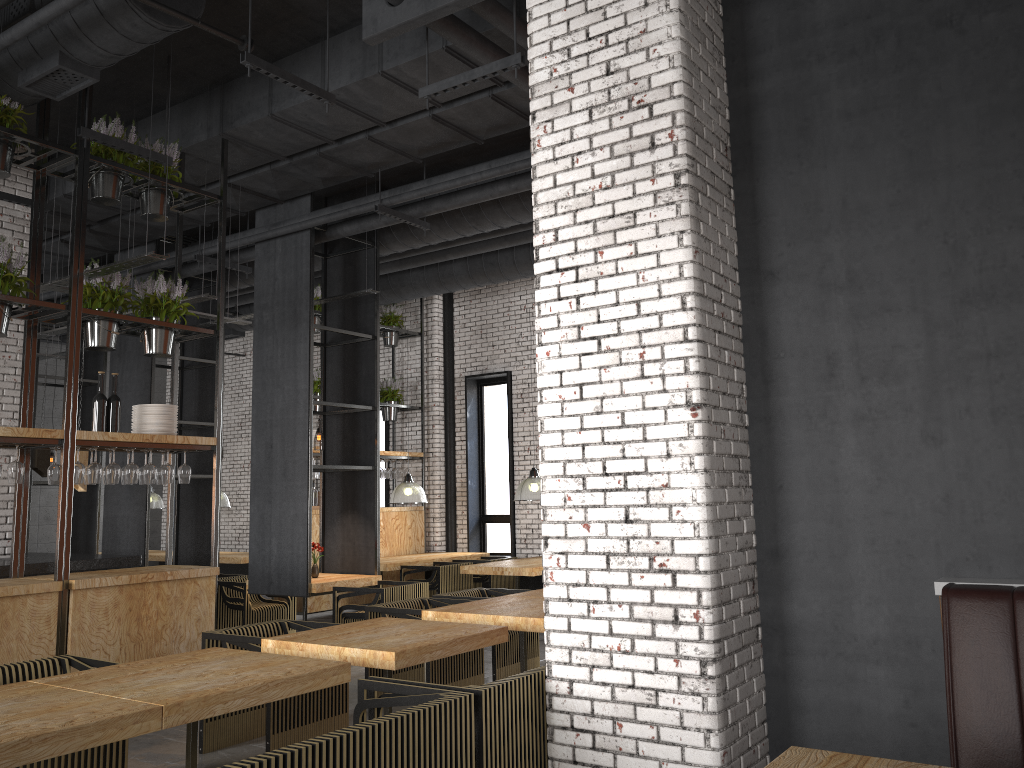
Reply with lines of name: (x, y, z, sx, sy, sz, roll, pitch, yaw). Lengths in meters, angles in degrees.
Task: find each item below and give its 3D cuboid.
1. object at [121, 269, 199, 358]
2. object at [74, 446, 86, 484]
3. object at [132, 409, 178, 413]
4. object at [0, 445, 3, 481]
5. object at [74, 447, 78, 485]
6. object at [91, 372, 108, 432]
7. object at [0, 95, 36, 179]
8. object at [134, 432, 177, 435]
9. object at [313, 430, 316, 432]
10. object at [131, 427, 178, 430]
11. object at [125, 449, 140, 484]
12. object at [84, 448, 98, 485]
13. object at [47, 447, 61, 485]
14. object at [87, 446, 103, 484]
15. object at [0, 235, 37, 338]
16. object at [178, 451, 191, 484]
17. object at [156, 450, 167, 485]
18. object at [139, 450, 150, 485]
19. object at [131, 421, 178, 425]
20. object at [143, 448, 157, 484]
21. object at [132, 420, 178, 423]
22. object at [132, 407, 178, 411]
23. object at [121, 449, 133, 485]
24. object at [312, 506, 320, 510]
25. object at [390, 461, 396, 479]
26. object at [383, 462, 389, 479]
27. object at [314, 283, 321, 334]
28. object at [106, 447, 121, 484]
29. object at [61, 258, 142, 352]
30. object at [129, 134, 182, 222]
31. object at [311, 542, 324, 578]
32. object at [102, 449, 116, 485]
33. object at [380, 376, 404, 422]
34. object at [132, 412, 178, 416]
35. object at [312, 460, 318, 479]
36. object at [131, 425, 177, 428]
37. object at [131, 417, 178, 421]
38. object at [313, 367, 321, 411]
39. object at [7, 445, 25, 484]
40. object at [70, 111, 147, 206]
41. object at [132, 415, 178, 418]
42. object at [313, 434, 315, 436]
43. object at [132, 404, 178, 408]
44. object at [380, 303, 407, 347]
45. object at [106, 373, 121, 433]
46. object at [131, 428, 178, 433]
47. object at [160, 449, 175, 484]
object: (-2.776, -0.498, 6.989, 0.416, 0.560, 0.466, -6, -9, 28)
object: (-3.014, 0.556, 6.154, 0.101, 0.268, 0.100, 2, -9, -19)
object: (-2.775, 0.229, 6.893, 0.334, 0.044, 0.334, -2, -7, 5)
object: (-3.487, 0.544, 5.971, 0.101, 0.268, 0.101, 6, -11, -41)
object: (-3.178, 0.594, 6.418, 0.101, 0.268, 0.100, 2, -9, -19)
object: (-3.032, 0.144, 6.527, 0.098, 0.472, 0.098, -1, -8, -3)
object: (-3.573, -1.725, 6.125, 0.467, 0.560, 0.415, -6, -9, 28)
object: (-2.770, 0.399, 6.868, 0.334, 0.033, 0.334, -8, -10, 42)
object: (-2.706, 0.636, 11.731, 0.334, 0.039, 0.334, -2, -7, 8)
object: (-2.771, 0.360, 6.873, 0.334, 0.037, 0.334, -1, -7, 1)
object: (-2.781, 0.594, 6.493, 0.101, 0.268, 0.100, -1, -8, -2)
object: (-3.100, 0.607, 6.531, 0.101, 0.268, 0.100, -1, -8, -2)
object: (-3.250, 0.582, 6.314, 0.101, 0.268, 0.100, 2, -9, -19)
object: (-2.942, 0.568, 6.259, 0.101, 0.268, 0.100, 2, -9, -19)
object: (-3.531, -0.607, 6.008, 0.416, 0.560, 0.466, -2, -8, 2)
object: (-2.531, 0.635, 6.855, 0.101, 0.268, 0.100, -1, -8, -2)
object: (-2.767, 0.661, 7.014, 0.101, 0.268, 0.100, -1, -8, -2)
object: (-2.850, 0.648, 6.893, 0.101, 0.268, 0.100, -1, -8, -2)
object: (-2.773, 0.322, 6.879, 0.334, 0.039, 0.334, -1, -7, 1)
object: (-2.697, 0.608, 6.613, 0.101, 0.268, 0.100, -1, -8, -2)
object: (-2.772, 0.302, 6.881, 0.334, 0.041, 0.334, 4, -9, -33)
object: (-2.775, 0.210, 6.895, 0.334, 0.039, 0.334, -3, -7, 9)
object: (-2.933, 0.634, 6.773, 0.101, 0.268, 0.100, -1, -8, -2)
object: (-2.724, 1.626, 11.612, 0.411, 0.050, 0.411, -6, -9, 33)
object: (-1.776, 1.282, 13.224, 0.101, 0.268, 0.100, 2, -9, -25)
object: (-1.859, 1.269, 13.103, 0.101, 0.268, 0.100, 2, -9, -25)
object: (-2.717, -0.974, 12.084, 0.416, 0.560, 0.466, -3, -8, 8)
object: (-2.864, 0.581, 6.372, 0.101, 0.268, 0.100, -1, -8, -2)
object: (-3.076, -0.536, 6.645, 0.416, 0.560, 0.466, -9, -11, 42)
object: (-2.878, -1.608, 7.152, 0.416, 0.560, 0.466, 4, -9, -31)
object: (-1.996, 1.790, 9.037, 0.156, 0.356, 0.170, 0, -8, -8)
object: (-3.017, 0.620, 6.652, 0.101, 0.268, 0.100, -1, -8, -2)
object: (-1.813, 0.270, 13.119, 0.416, 0.560, 0.466, 5, -10, -36)
object: (-2.774, 0.248, 6.890, 0.334, 0.041, 0.334, -2, -7, 4)
object: (-2.662, 1.138, 11.941, 0.101, 0.268, 0.100, 2, -9, -19)
object: (-2.772, 0.341, 6.876, 0.335, 0.040, 0.333, -1, -7, -2)
object: (-2.773, 0.287, 6.884, 0.334, 0.039, 0.334, -8, -10, 42)
object: (-2.650, 0.133, 11.903, 0.467, 0.560, 0.415, -1, -8, -1)
object: (-3.251, 0.517, 5.812, 0.101, 0.268, 0.101, 6, -11, -41)
object: (-3.076, -1.656, 6.750, 0.416, 0.560, 0.466, -2, -8, 7)
object: (-2.773, 0.267, 6.886, 0.334, 0.043, 0.334, -4, -8, 18)
object: (-2.705, 0.694, 11.723, 0.334, 0.041, 0.334, -2, -7, 4)
object: (-2.776, 0.190, 6.899, 0.334, 0.039, 0.334, -2, -7, 8)
object: (-1.815, -0.840, 13.283, 0.466, 0.560, 0.416, -9, -11, 44)
object: (-2.972, 0.154, 6.615, 0.098, 0.472, 0.098, -1, -8, -3)
object: (-2.772, 0.379, 6.871, 0.334, 0.046, 0.334, -3, -8, 15)
object: (-2.614, 0.621, 6.734, 0.101, 0.268, 0.100, -1, -8, -2)
